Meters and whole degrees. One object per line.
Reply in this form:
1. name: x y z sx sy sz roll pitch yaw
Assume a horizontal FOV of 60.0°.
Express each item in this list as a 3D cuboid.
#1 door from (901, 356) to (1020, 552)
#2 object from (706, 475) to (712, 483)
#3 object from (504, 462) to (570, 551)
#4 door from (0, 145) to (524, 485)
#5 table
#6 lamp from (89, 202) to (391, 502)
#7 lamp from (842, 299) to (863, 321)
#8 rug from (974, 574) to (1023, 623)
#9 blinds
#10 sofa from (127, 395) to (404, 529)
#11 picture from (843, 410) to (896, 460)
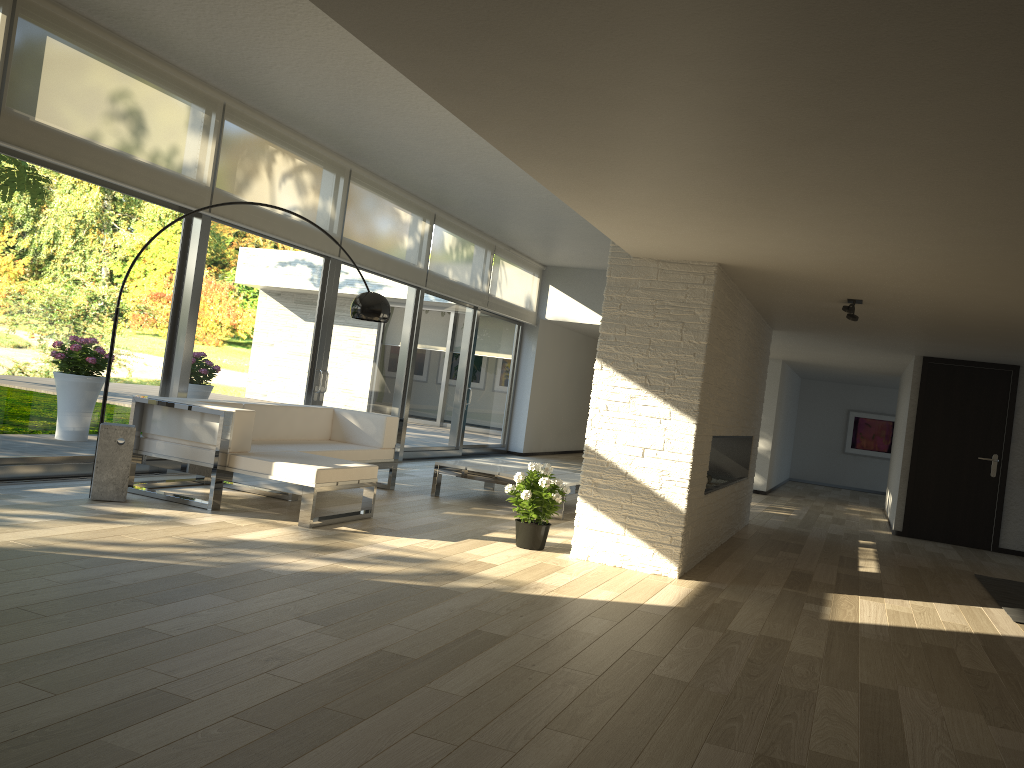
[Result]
1. door: 4.735 0.721 9.382 0.920 1.948 0.108 7 -1 22
2. object: 1.710 0.840 7.834 0.082 0.073 0.237 7 -1 21
3. object: 0.163 0.802 5.854 0.405 0.571 0.430 7 -1 44
4. door: -0.431 0.012 10.138 19.450 2.374 22.931 7 0 22
5. table: 0.090 0.937 8.117 1.221 0.305 1.219 7 -1 22
6. lamp: -1.699 -0.186 5.874 1.752 2.024 0.283 8 -1 -26
7. lamp: 2.412 -0.517 6.305 0.135 0.153 0.234 7 -1 22
8. rug: 3.877 1.560 6.161 0.979 0.011 1.997 7 0 22
9. blinds: -1.656 -1.712 8.755 0.056 0.984 11.520 7 -1 22
10. sofa: -1.519 0.543 6.818 1.546 0.655 2.402 7 -1 22
11. picture: 6.669 0.943 16.357 0.959 0.829 0.017 7 -1 22
